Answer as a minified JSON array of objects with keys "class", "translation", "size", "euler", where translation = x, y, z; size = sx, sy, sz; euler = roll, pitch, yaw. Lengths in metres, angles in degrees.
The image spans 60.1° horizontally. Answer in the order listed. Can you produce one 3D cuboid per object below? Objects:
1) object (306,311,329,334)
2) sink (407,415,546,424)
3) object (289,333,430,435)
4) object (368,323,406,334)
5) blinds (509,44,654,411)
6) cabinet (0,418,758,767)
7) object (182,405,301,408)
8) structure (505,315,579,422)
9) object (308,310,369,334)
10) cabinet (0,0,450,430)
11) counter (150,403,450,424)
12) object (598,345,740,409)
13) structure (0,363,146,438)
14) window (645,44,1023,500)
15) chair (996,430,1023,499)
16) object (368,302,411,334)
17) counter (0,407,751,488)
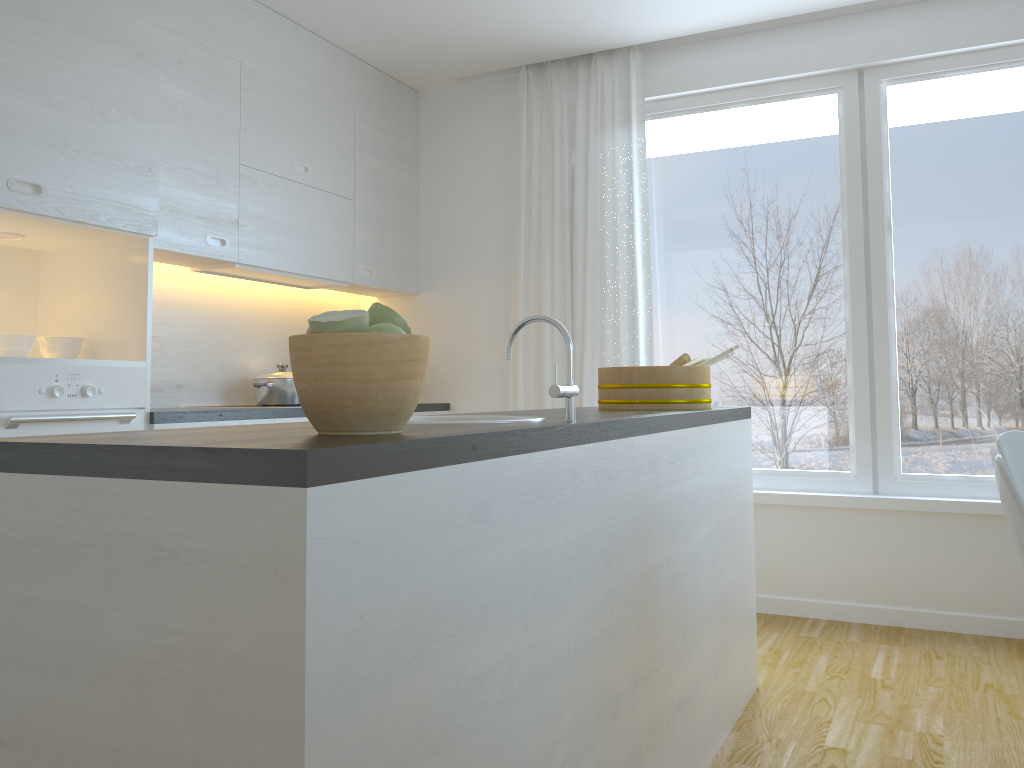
[{"class":"object","translation":[-0.261,-0.061,1.338],"size":[0.102,0.099,0.086],"euler":[2,-3,-43]},{"class":"sink","translation":[-0.129,0.150,1.867],"size":[0.404,0.157,0.403],"euler":[0,-1,-22]},{"class":"object","translation":[-0.224,0.002,1.303],"size":[0.205,0.142,0.205],"euler":[0,-2,-13]},{"class":"object","translation":[-0.188,-0.047,1.302],"size":[0.081,0.086,0.097],"euler":[0,-2,-9]},{"class":"blinds","translation":[0.313,-0.643,4.427],"size":[0.794,2.169,0.149],"euler":[-2,-4,25]},{"class":"cabinet","translation":[0.042,0.573,2.105],"size":[0.600,0.913,2.395],"euler":[-2,-1,26]},{"class":"object","translation":[-1.045,0.104,4.029],"size":[0.561,0.013,0.652],"euler":[-1,-1,26]},{"class":"structure","translation":[0.045,-0.033,1.765],"size":[0.162,0.216,0.096],"euler":[-2,-4,26]},{"class":"object","translation":[-0.245,-0.076,1.251],"size":[0.085,0.065,0.084],"euler":[-2,-2,38]},{"class":"cabinet","translation":[-1.253,-0.202,3.480],"size":[0.480,2.309,3.194],"euler":[-2,-2,26]},{"class":"counter","translation":[-1.044,0.122,4.022],"size":[0.600,0.040,1.996],"euler":[-1,-1,26]},{"class":"object","translation":[0.500,-0.024,3.007],"size":[0.429,0.215,0.377],"euler":[0,-2,-36]},{"class":"structure","translation":[-1.354,0.241,2.722],"size":[0.049,0.598,0.559],"euler":[-2,-3,26]},{"class":"window","translation":[1.613,-0.474,4.000],"size":[2.724,1.926,0.088],"euler":[-1,-4,26]},{"class":"chair","translation":[1.456,0.567,2.043],"size":[0.429,0.905,0.522],"euler":[3,-5,-44]},{"class":"object","translation":[-0.193,-0.090,1.369],"size":[0.074,0.072,0.077],"euler":[1,-3,-39]},{"class":"counter","translation":[0.039,0.098,2.139],"size":[0.600,0.040,2.396],"euler":[-1,-1,26]}]
